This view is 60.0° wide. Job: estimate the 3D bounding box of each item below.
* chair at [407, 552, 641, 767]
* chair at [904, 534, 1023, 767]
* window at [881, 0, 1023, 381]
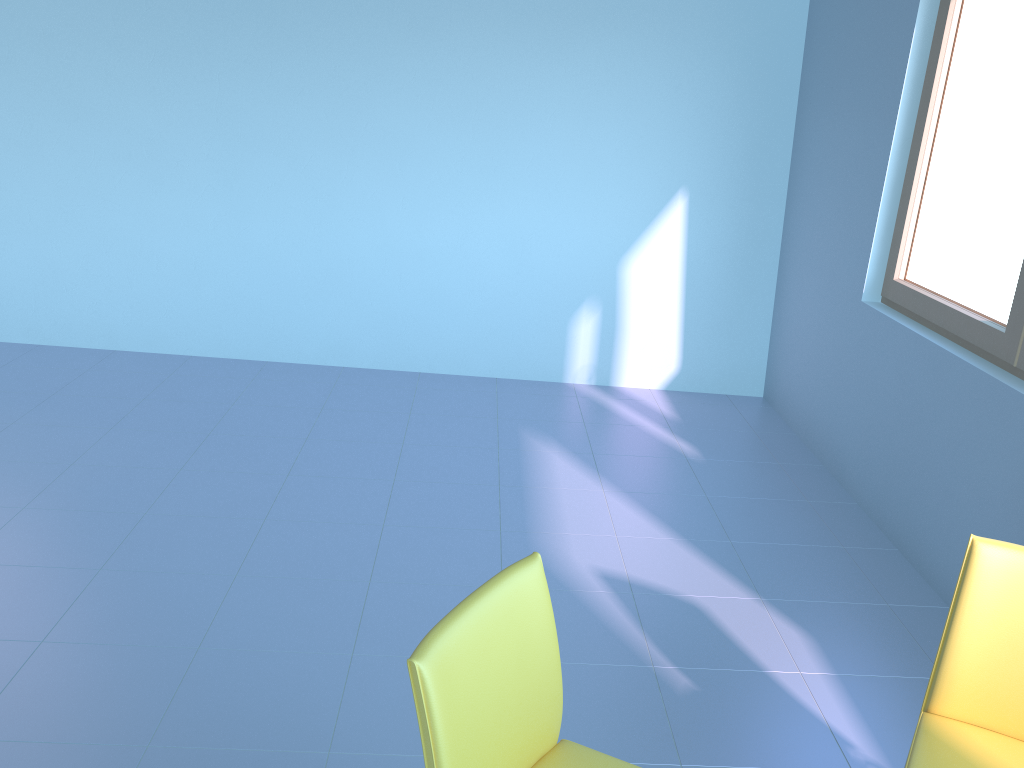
[{"bbox_3d":[0.119,0.683,1.283,0.484,0.695,0.387,14,21,27],"label":"chair"},{"bbox_3d":[0.835,0.684,1.430,0.387,0.695,0.484,14,21,27],"label":"chair"},{"bbox_3d":[1.476,-0.679,2.512,0.142,1.263,1.475,3,18,-3],"label":"window"}]
